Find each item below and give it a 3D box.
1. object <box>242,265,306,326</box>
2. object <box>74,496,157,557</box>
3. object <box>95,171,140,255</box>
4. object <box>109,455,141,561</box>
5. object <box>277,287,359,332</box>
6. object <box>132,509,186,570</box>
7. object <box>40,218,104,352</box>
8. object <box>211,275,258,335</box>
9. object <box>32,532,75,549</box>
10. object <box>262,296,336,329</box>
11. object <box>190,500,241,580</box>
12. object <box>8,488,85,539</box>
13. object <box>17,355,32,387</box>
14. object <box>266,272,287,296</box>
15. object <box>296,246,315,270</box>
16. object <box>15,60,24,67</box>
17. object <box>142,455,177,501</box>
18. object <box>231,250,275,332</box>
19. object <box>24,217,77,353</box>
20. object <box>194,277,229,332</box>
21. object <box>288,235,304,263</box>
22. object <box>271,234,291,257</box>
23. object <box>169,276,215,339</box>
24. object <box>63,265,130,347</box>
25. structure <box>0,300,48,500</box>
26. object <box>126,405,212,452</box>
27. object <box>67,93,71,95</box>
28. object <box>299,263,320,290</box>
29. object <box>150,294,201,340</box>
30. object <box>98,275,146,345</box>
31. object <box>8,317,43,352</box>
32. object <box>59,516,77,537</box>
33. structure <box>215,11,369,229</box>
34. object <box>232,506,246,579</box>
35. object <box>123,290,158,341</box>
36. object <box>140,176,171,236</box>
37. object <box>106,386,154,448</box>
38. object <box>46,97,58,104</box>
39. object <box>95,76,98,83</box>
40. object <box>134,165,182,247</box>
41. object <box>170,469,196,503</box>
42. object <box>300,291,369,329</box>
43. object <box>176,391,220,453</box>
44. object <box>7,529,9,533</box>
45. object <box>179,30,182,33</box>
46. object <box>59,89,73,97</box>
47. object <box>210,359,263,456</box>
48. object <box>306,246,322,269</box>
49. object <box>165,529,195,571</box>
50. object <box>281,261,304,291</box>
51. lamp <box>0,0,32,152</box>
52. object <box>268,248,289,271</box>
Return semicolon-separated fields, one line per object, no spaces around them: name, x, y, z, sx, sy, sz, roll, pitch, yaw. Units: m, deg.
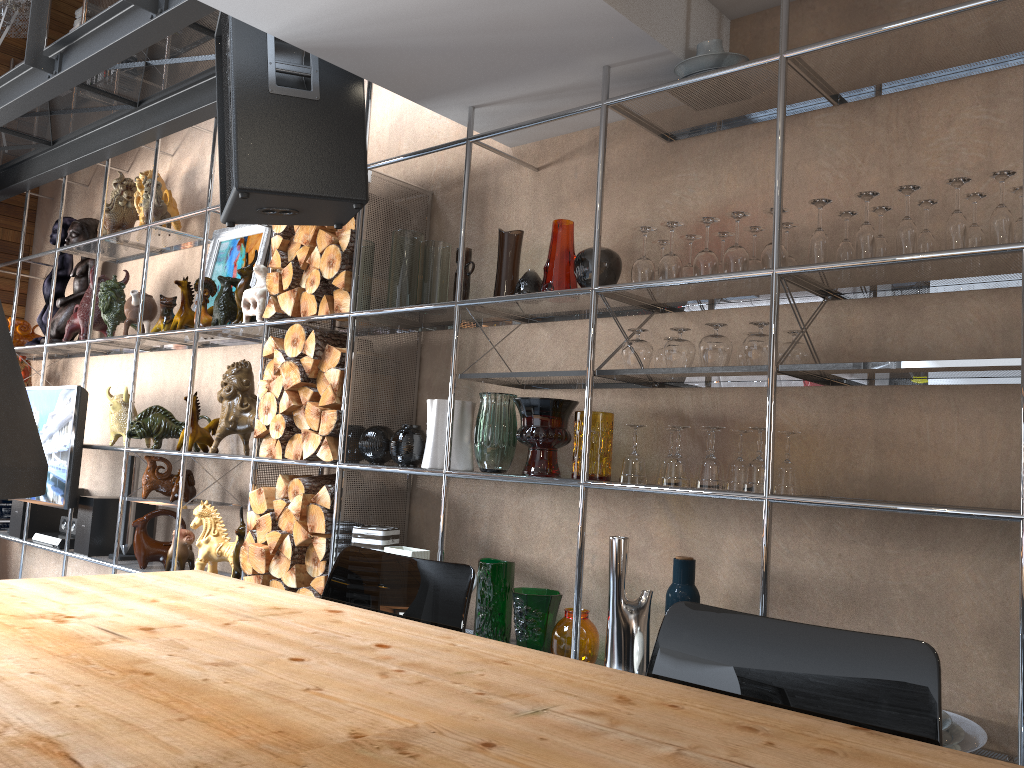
object;-1.035;-0.384;3.934;0.151;0.280;0.314;-1;-7;39
object;-2.136;0.764;4.779;0.175;0.303;0.343;-1;-7;41
object;-2.329;-1.004;5.215;0.328;0.442;0.207;0;-6;34
object;-1.984;0.639;4.598;0.112;0.533;0.112;-1;-7;41
object;-0.801;-0.307;3.745;0.154;0.131;0.362;-1;-7;41
object;-1.735;0.759;4.344;0.249;0.290;0.114;6;-6;-23
object;-2.708;-0.629;5.491;0.237;0.840;0.305;-1;-7;43
object;-1.270;-0.365;4.156;0.253;0.249;0.126;9;-7;-44
object;-2.485;0.889;5.037;0.360;0.058;0.325;-1;-7;41
object;-0.891;-0.305;3.791;0.107;0.105;0.330;-1;-7;44
object;-1.270;0.713;3.977;0.375;0.363;0.170;3;-5;7
object;-2.818;0.775;5.372;0.175;0.303;0.343;-1;-7;41
object;-3.197;-0.071;5.796;0.060;0.223;0.267;4;-5;-3
object;-0.893;-0.399;3.804;0.110;0.109;0.321;-1;-7;40
object;-0.733;-0.495;3.701;0.107;0.098;0.330;-2;-7;45
object;-3.282;-2.176;6.152;0.182;0.016;0.246;-1;-7;41
object;-1.721;0.468;4.409;0.217;0.214;0.108;6;-6;-24
object;-1.166;-0.423;4.040;0.198;0.358;0.116;8;-7;-41
object;-2.923;-0.650;5.653;0.244;0.879;0.244;6;-6;-20
object;-1.437;-0.374;4.277;0.123;0.270;0.227;-1;-7;41
object;-0.803;-0.549;3.767;0.112;0.153;0.290;-2;-7;44
object;-0.874;-0.560;3.804;0.308;0.120;0.097;9;-7;-44
object;-1.550;-0.375;4.404;0.097;0.290;0.290;-1;-7;39
object;-2.411;-0.443;5.103;0.462;0.441;0.219;-1;-7;41
structure;-1.672;-1.706;2.511;1.689;5.701;1.197;-1;-7;41
object;-1.692;0.221;4.411;0.403;0.221;0.192;5;-5;-12
object;-3.079;-2.000;5.973;0.159;0.012;0.226;-1;-7;41
object;-0.718;-0.418;3.675;0.147;0.118;0.288;-2;-7;45
object;-1.676;-0.333;4.520;0.137;0.207;0.272;-2;-7;45
object;-2.117;-0.407;4.821;0.255;0.356;0.167;7;-6;-29
object;-3.168;-0.314;5.792;0.278;0.222;0.138;8;-7;-38
object;-2.484;0.809;5.040;0.223;0.101;0.080;-1;-7;41
structure;-0.750;-0.914;3.000;0.506;0.744;0.459;6;-6;-23
object;-1.119;0.711;3.822;0.116;0.358;0.198;0;-6;33
object;-1.951;-0.368;4.656;0.164;0.266;0.237;7;-6;-32
object;-1.863;-0.939;4.667;0.131;0.280;0.208;1;-6;23
object;-1.971;0.176;4.625;0.154;0.310;0.325;1;-6;26
object;-3.282;-1.993;6.128;0.176;0.025;0.234;-1;-7;41
object;-2.440;-1.839;5.323;0.011;0.175;0.111;-1;-7;41
object;-1.964;-1.013;4.949;0.215;0.458;0.328;9;-7;-44
object;-1.567;0.483;4.243;0.105;0.168;0.210;4;-5;-9
object;-0.716;-0.306;3.651;0.135;0.114;0.299;-1;-7;43
object;-1.478;0.187;4.261;0.097;0.290;0.290;1;-6;21
object;-3.018;0.656;5.498;0.112;0.533;0.112;-1;-7;41
object;-1.921;-2.099;4.994;0.047;0.201;0.137;-1;-7;41
object;-3.087;-1.989;5.958;0.161;0.012;0.201;-1;-7;41
object;-1.161;0.103;3.992;0.405;0.451;0.210;0;-6;33
object;-0.683;-0.485;3.635;0.101;0.110;0.331;-1;-7;39
object;-1.559;0.788;4.184;0.119;0.220;0.212;5;-5;-15
object;-0.806;-0.435;3.733;0.095;0.135;0.329;-2;-7;45
lamp;-3.142;-1.933;5.316;0.475;1.002;0.475;6;-6;-25
object;-0.874;-0.493;3.804;0.107;0.110;0.331;-1;-7;43
